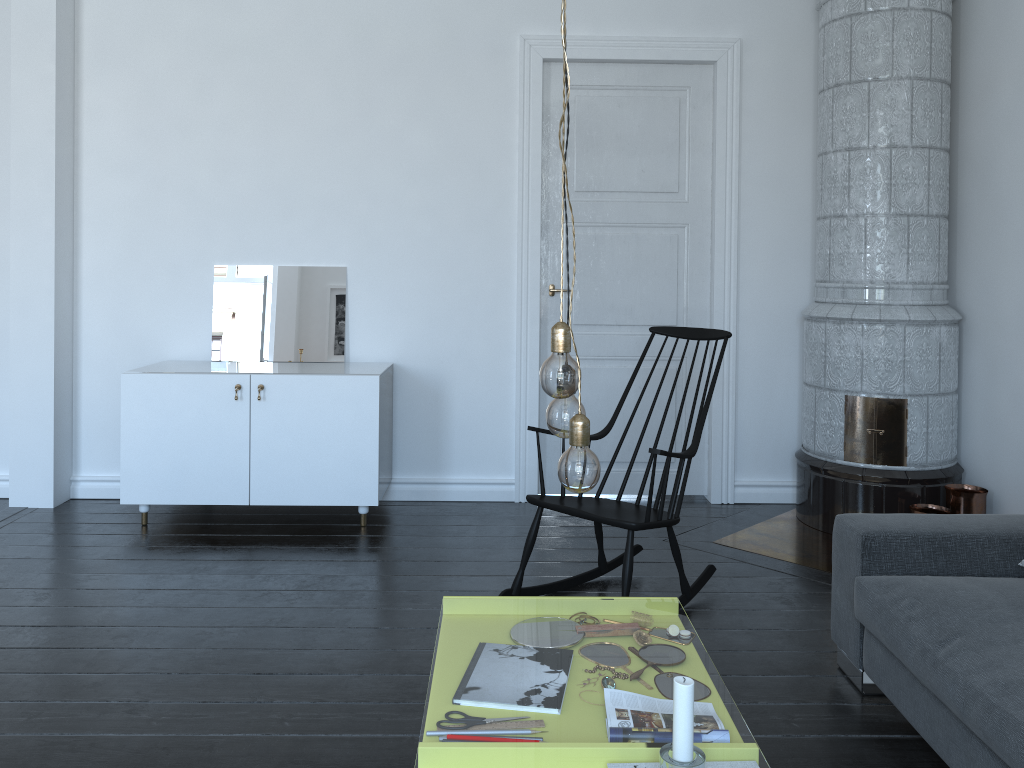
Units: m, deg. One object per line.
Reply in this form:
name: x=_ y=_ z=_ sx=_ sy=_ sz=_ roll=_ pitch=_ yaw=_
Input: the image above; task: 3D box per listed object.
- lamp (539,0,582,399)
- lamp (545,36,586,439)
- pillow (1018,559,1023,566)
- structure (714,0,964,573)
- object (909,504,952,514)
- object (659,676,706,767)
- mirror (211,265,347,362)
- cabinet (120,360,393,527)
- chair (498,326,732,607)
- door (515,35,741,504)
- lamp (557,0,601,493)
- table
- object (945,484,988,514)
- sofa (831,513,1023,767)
lamp: x=0.092 y=-0.721 z=1.530 sx=0.074 sy=1.494 sz=0.074 roll=0 pitch=1 yaw=-44
lamp: x=0.101 y=-0.648 z=1.595 sx=0.086 sy=1.494 sz=0.074 roll=0 pitch=1 yaw=-40
pillow: x=1.638 y=0.456 z=1.541 sx=0.478 sy=0.489 sz=2.071 roll=1 pitch=7 yaw=4
structure: x=1.652 y=-0.736 z=4.185 sx=0.779 sy=2.883 sz=1.271 roll=2 pitch=2 yaw=44
object: x=1.844 y=0.651 z=3.884 sx=0.171 sy=0.199 sz=0.175 roll=0 pitch=4 yaw=-11
object: x=0.280 y=0.566 z=1.443 sx=0.075 sy=0.173 sz=0.075 roll=2 pitch=2 yaw=34
mirror: x=-1.226 y=-0.371 z=4.640 sx=0.695 sy=0.502 sz=0.054 roll=1 pitch=1 yaw=-1
cabinet: x=-1.228 y=0.286 z=4.364 sx=1.200 sy=0.734 sz=0.593 roll=1 pitch=3 yaw=-1
chair: x=0.450 y=0.306 z=3.332 sx=0.614 sy=1.002 sz=0.907 roll=3 pitch=4 yaw=44
door: x=0.611 y=-0.609 z=4.720 sx=1.169 sy=2.469 sz=0.116 roll=1 pitch=1 yaw=-1
lamp: x=0.115 y=-0.562 z=1.496 sx=0.089 sy=1.494 sz=0.074 roll=1 pitch=1 yaw=23
table: x=0.133 y=0.835 z=1.558 sx=0.600 sy=0.397 sz=1.412 roll=1 pitch=7 yaw=-1
object: x=2.023 y=0.607 z=3.927 sx=0.176 sy=0.280 sz=0.174 roll=1 pitch=3 yaw=-1
sofa: x=1.528 y=0.682 z=1.608 sx=1.083 sy=0.719 sz=2.392 roll=1 pitch=7 yaw=-1
